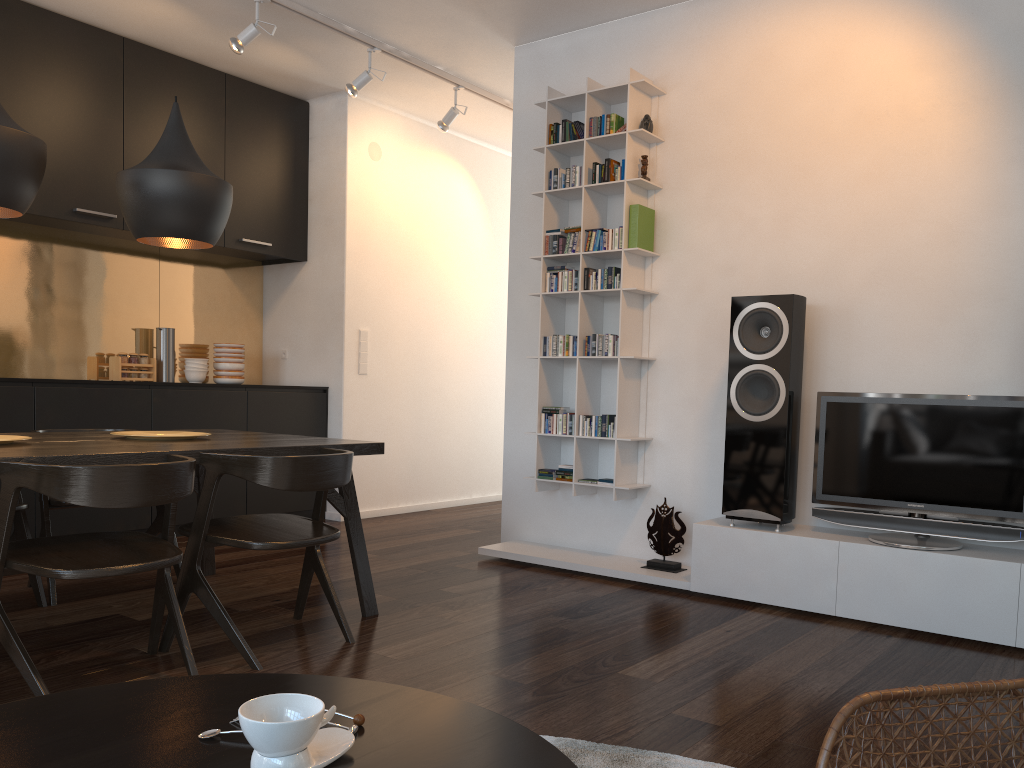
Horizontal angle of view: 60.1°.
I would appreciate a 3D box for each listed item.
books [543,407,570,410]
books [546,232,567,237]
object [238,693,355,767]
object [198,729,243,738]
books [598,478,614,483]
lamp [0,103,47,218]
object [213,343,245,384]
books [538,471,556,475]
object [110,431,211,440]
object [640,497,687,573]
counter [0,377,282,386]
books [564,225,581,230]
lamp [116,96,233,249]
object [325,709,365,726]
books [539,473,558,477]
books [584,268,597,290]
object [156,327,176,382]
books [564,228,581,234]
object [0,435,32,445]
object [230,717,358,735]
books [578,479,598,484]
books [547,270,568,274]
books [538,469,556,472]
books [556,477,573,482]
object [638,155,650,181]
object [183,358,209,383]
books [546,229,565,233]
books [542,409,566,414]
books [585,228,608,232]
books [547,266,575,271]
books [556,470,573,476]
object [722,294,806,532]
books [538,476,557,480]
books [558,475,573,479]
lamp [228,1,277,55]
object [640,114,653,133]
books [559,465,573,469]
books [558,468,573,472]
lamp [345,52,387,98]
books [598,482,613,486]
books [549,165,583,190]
[{"bbox_3d":[0.232,0.126,4.617,0.111,0.012,0.093,1,-1,37],"label":"books"},{"bbox_3d":[0.232,-0.767,4.550,0.092,0.014,0.069,1,0,37],"label":"books"},{"bbox_3d":[-0.233,0.387,0.980,0.139,0.069,0.091,1,1,-41],"label":"object"},{"bbox_3d":[-0.309,0.415,1.045,0.124,0.010,0.026,2,0,3],"label":"object"},{"bbox_3d":[0.488,0.483,4.408,0.093,0.014,0.069,1,-1,42],"label":"books"},{"bbox_3d":[-1.680,-0.817,2.753,0.410,0.543,0.410,2,2,13],"label":"lamp"},{"bbox_3d":[-1.874,-0.132,5.857,0.197,0.265,0.197,2,2,11],"label":"object"},{"bbox_3d":[0.195,0.461,4.616,0.092,0.015,0.069,1,0,37],"label":"books"},{"bbox_3d":[-1.323,0.195,3.340,0.355,0.017,0.355,1,-1,40],"label":"object"},{"bbox_3d":[0.739,0.720,4.264,0.212,0.352,0.121,4,4,37],"label":"object"},{"bbox_3d":[-3.037,-0.048,4.102,0.730,0.002,5.058,1,-1,37],"label":"counter"},{"bbox_3d":[0.335,-0.784,4.471,0.111,0.014,0.093,1,-1,37],"label":"books"},{"bbox_3d":[-1.259,-0.800,3.309,0.411,0.543,0.409,1,2,-5],"label":"lamp"},{"bbox_3d":[-0.259,0.414,1.127,0.167,0.015,0.015,1,1,24],"label":"object"},{"bbox_3d":[0.197,0.474,4.617,0.092,0.014,0.069,1,0,37],"label":"books"},{"bbox_3d":[0.392,-0.521,4.444,0.028,0.116,0.074,4,4,37],"label":"books"},{"bbox_3d":[-2.175,-0.181,5.586,0.114,0.341,0.164,4,4,40],"label":"object"},{"bbox_3d":[0.328,-0.770,4.465,0.107,0.018,0.069,1,0,37],"label":"books"},{"bbox_3d":[-1.726,0.179,2.808,0.355,0.017,0.355,1,-1,18],"label":"object"},{"bbox_3d":[-0.267,0.413,1.085,0.163,0.016,0.025,2,1,12],"label":"object"},{"bbox_3d":[0.409,0.494,4.500,0.111,0.012,0.093,1,-1,37],"label":"books"},{"bbox_3d":[0.254,-0.577,4.575,0.111,0.012,0.093,1,-1,37],"label":"books"},{"bbox_3d":[0.200,0.451,4.613,0.107,0.009,0.069,1,-1,37],"label":"books"},{"bbox_3d":[0.290,0.492,4.550,0.107,0.016,0.069,1,0,37],"label":"books"},{"bbox_3d":[0.645,-1.045,4.299,0.045,0.140,0.064,3,4,28],"label":"object"},{"bbox_3d":[-2.032,-0.086,5.691,0.158,0.161,0.153,1,2,-25],"label":"object"},{"bbox_3d":[0.233,-0.781,4.545,0.093,0.014,0.069,1,-1,42],"label":"books"},{"bbox_3d":[0.221,0.143,4.605,0.107,0.023,0.069,1,0,37],"label":"books"},{"bbox_3d":[0.427,-0.763,4.398,0.107,0.008,0.069,1,-1,37],"label":"books"},{"bbox_3d":[0.255,-0.593,4.578,0.111,0.022,0.096,1,0,37],"label":"books"},{"bbox_3d":[0.288,0.458,4.544,0.107,0.023,0.069,1,0,37],"label":"books"},{"bbox_3d":[1.127,0.129,3.892,0.294,1.007,0.280,4,4,37],"label":"object"},{"bbox_3d":[0.195,0.488,4.617,0.098,0.015,0.074,1,0,37],"label":"books"},{"bbox_3d":[0.294,0.476,4.542,0.092,0.014,0.069,1,0,37],"label":"books"},{"bbox_3d":[-1.262,-1.739,4.326,0.250,0.241,0.085,2,3,8],"label":"lamp"},{"bbox_3d":[0.653,-1.255,4.288,0.064,0.101,0.060,2,3,14],"label":"object"},{"bbox_3d":[0.297,0.425,4.540,0.092,0.014,0.069,1,0,37],"label":"books"},{"bbox_3d":[0.296,0.439,4.540,0.092,0.014,0.069,1,0,37],"label":"books"},{"bbox_3d":[-0.809,-1.721,4.926,0.250,0.241,0.085,2,3,13],"label":"lamp"},{"bbox_3d":[0.487,0.497,4.414,0.092,0.014,0.069,1,0,37],"label":"books"},{"bbox_3d":[0.306,-1.040,4.501,0.221,0.113,0.108,2,2,37],"label":"books"}]
